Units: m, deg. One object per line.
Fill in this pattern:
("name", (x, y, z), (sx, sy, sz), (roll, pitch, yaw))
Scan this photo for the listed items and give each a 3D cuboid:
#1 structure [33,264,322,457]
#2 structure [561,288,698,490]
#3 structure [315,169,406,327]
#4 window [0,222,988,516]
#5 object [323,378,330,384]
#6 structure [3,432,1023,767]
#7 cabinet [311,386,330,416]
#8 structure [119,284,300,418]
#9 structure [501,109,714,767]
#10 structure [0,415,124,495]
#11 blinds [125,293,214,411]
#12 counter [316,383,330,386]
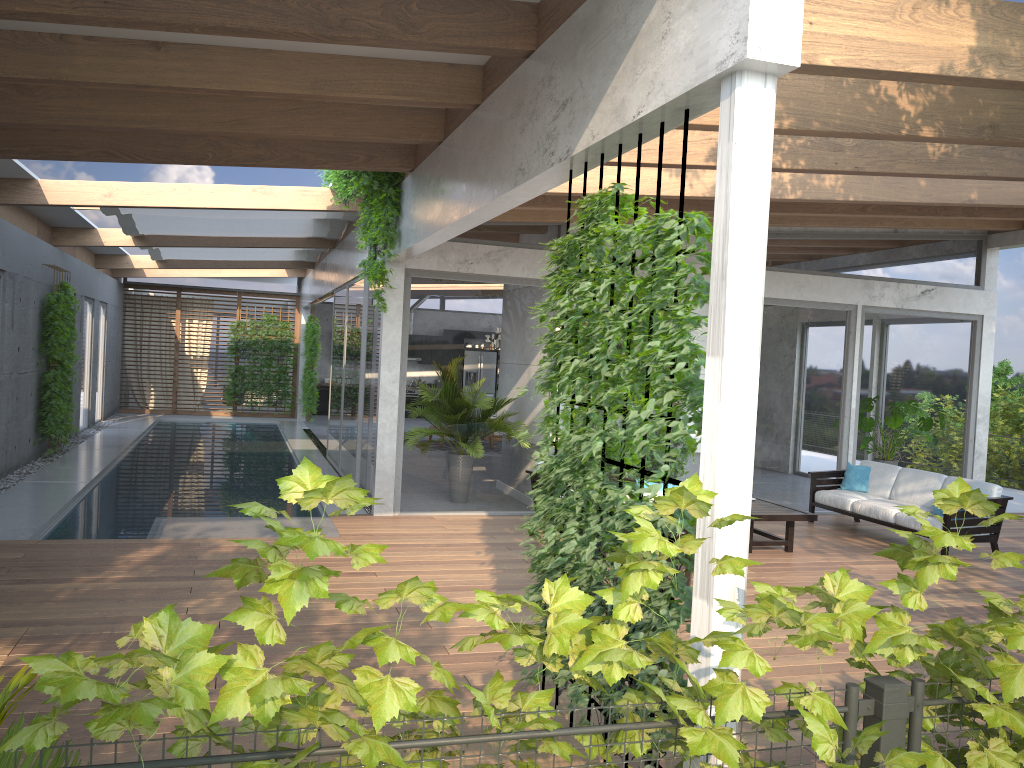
("structure", (-5.692, -0.418, 17.233), (2.739, 2.687, 10.282), (3, 2, 0))
("structure", (1.376, 0.145, 10.175), (1.851, 2.669, 0.500), (3, 2, -17))
("structure", (-1.572, -1.613, 9.178), (0.918, 2.054, 1.822), (2, 2, -20))
("window", (-0.918, -0.647, 17.740), (14.294, 3.764, 23.280), (2, 2, -17))
("object", (-4.857, -0.076, 23.950), (0.381, 0.134, 0.590), (2, 2, -29))
("structure", (5.223, 1.428, 10.730), (15.587, 3.022, 31.708), (4, 2, 24))
("cabinet", (-2.804, -0.321, 24.581), (5.901, 2.502, 0.709), (2, 2, -19))
("structure", (-7.467, -0.771, 21.726), (4.313, 3.079, 0.085), (2, 2, -17))
("structure", (0.407, 0.282, 3.892), (0.500, 2.687, 1.807), (3, 2, -17))
("structure", (-7.037, 1.019, 13.719), (0.477, 0.068, 13.673), (2, 2, -17))
("blinds", (-8.433, -0.736, 21.798), (2.087, 2.898, 0.692), (3, 2, -13))
("counter", (-3.816, 0.067, 24.261), (3.805, 0.061, 0.607), (2, 2, -17))
